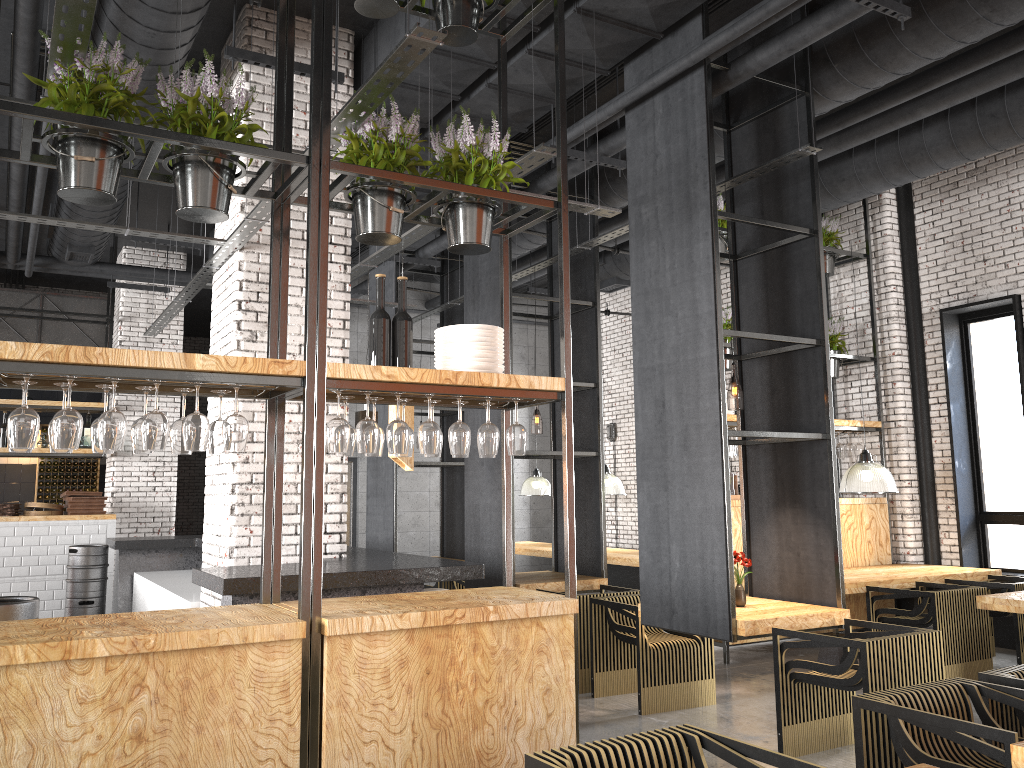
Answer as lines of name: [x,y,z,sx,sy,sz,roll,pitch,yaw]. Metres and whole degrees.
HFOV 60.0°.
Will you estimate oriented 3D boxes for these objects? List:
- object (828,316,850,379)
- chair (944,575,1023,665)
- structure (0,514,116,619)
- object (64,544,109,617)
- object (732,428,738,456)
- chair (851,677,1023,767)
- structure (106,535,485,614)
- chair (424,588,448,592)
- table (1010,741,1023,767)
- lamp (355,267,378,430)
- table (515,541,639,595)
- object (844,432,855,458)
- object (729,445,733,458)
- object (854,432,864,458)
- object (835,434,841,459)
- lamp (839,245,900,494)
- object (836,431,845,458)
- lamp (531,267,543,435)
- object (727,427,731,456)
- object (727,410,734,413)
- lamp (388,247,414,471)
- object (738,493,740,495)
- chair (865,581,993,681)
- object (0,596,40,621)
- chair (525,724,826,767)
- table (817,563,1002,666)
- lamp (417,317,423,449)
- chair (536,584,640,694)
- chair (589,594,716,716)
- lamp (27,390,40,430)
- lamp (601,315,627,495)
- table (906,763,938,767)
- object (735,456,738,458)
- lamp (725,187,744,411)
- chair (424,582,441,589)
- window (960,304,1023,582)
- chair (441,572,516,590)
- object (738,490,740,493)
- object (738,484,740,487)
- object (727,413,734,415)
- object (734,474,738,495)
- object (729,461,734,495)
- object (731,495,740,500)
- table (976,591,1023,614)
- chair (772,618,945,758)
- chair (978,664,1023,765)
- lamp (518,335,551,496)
object: [3.355,-0.335,9.450,0.416,0.560,0.466,1,-8,-11]
chair: [4.245,2.061,7.673,0.656,0.732,0.637,4,-9,-31]
structure: [-7.792,2.223,10.130,5.797,1.350,1.507,3,-9,-30]
object: [-4.336,2.169,9.024,0.399,1.038,0.396,-1,-8,5]
object: [2.143,0.552,8.437,0.101,0.268,0.100,-2,-8,7]
chair: [1.745,1.537,3.231,0.656,0.732,0.637,4,-9,-29]
structure: [-3.466,1.657,6.790,4.308,1.538,5.863,3,-8,-30]
chair: [-0.570,1.932,6.559,0.480,0.808,0.438,6,-10,-41]
table: [2.151,1.408,2.371,0.996,0.765,0.998,4,-9,-30]
lamp: [-1.063,-0.197,6.508,0.127,1.399,0.127,4,-9,-30]
table: [0.851,2.621,12.005,0.999,0.765,4.126,4,-8,-30]
object: [3.504,0.633,9.211,0.101,0.268,0.100,-1,-8,1]
object: [2.128,0.592,8.755,0.101,0.268,0.100,-2,-8,7]
object: [3.632,0.641,9.284,0.101,0.268,0.100,-1,-8,1]
object: [3.489,0.673,9.530,0.101,0.268,0.100,-1,-8,1]
lamp: [3.278,-0.184,8.367,0.536,2.413,0.535,-2,-8,6]
object: [3.376,0.625,9.139,0.101,0.268,0.100,-1,-8,1]
lamp: [0.223,-0.331,8.298,0.108,1.603,0.108,-3,-9,17]
object: [2.015,0.544,8.364,0.101,0.268,0.100,-2,-8,7]
object: [1.972,0.286,8.558,0.334,0.046,0.334,-7,-9,40]
lamp: [-0.738,-0.195,5.939,0.127,1.551,0.127,4,-9,-30]
object: [2.297,1.090,8.622,0.257,0.068,0.256,2,-8,-22]
chair: [3.352,2.005,7.142,0.656,0.732,0.637,4,-9,-29]
object: [-2.449,1.541,4.142,0.399,1.038,0.396,-1,-8,5]
chair: [0.485,1.464,2.530,0.656,0.732,0.637,4,-9,-31]
table: [3.382,2.105,8.086,2.115,0.765,0.998,3,-9,-30]
lamp: [-1.078,-0.037,10.541,0.108,1.603,0.108,-1,-8,2]
chair: [0.638,2.040,7.175,0.656,0.732,0.637,3,-9,-28]
chair: [1.022,1.953,6.512,0.656,0.732,0.637,3,-9,-27]
lamp: [-7.596,0.249,13.917,0.390,0.940,0.389,4,-9,-27]
lamp: [1.209,0.256,11.715,0.536,2.413,0.535,-2,-8,6]
table: [0.951,1.339,1.708,0.996,0.765,0.998,4,-9,-30]
object: [2.256,0.599,8.828,0.101,0.268,0.100,-2,-8,7]
lamp: [1.500,-0.619,6.096,0.108,1.603,0.108,-6,-10,32]
chair: [-0.623,2.332,9.409,0.656,0.732,0.637,4,-9,-29]
window: [4.842,0.558,8.770,0.364,2.706,0.747,4,-9,-30]
chair: [-0.270,2.247,8.761,0.656,0.732,0.637,4,-9,-30]
object: [2.297,1.067,8.626,0.257,0.076,0.256,3,-8,-30]
object: [2.298,1.012,8.635,0.257,0.076,0.256,-2,-7,7]
object: [1.973,0.306,8.554,0.335,0.033,0.334,-2,-7,8]
object: [2.131,0.983,8.473,0.056,0.249,0.056,6,-10,-37]
object: [2.054,0.906,8.451,0.070,0.369,0.107,4,-9,-30]
object: [1.957,1.089,8.486,0.411,0.050,0.410,4,-8,-31]
table: [4.433,1.868,6.274,2.115,0.765,0.998,3,-9,-30]
chair: [1.948,1.752,4.976,0.656,0.732,0.637,4,-9,-31]
chair: [2.445,1.581,3.645,0.656,0.732,0.637,4,-9,-30]
lamp: [0.350,0.449,13.195,0.536,2.413,0.535,-2,-8,12]
